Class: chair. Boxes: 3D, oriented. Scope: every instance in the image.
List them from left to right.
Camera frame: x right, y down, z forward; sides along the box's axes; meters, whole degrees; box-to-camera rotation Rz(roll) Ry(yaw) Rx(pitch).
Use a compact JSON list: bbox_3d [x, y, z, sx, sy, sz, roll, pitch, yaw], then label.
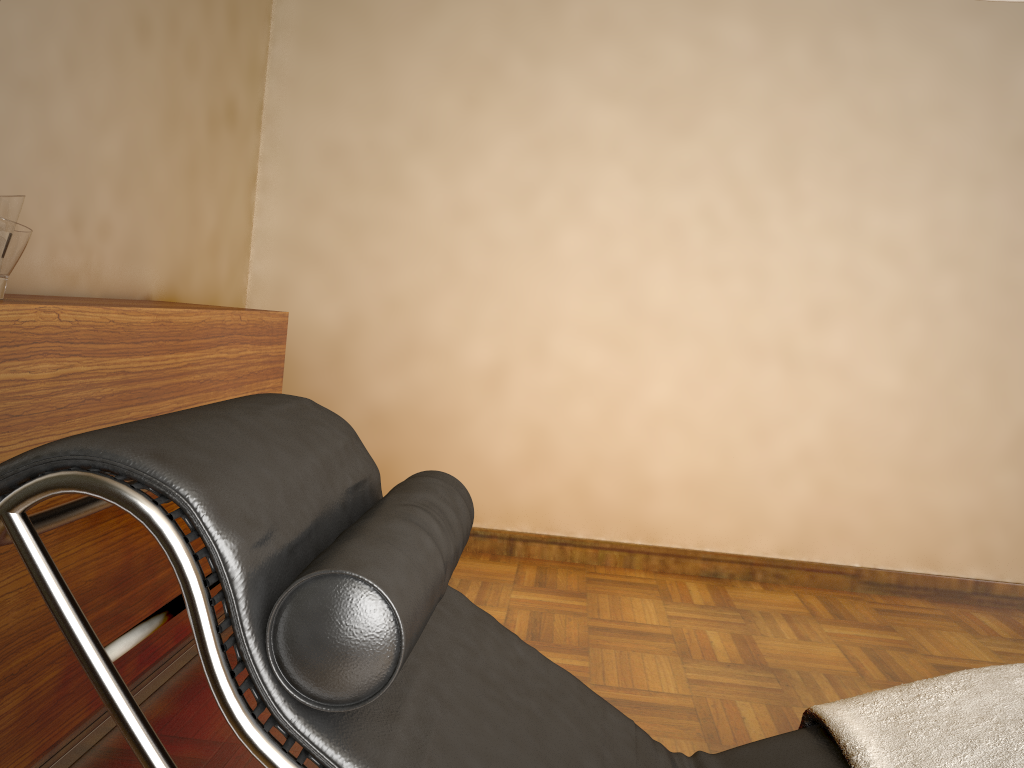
[{"bbox_3d":[0.337,0.496,1.045,1.788,0.798,0.636,5,1,4],"label":"chair"}]

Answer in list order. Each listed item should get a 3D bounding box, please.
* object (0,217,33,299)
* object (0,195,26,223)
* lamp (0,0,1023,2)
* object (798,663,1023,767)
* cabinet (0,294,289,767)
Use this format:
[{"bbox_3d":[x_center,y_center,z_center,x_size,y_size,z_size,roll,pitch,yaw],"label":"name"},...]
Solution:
[{"bbox_3d":[-0.940,-0.230,1.562,0.155,0.154,0.156,5,2,-6],"label":"object"},{"bbox_3d":[-0.937,-0.269,1.562,0.122,0.150,0.123,4,1,-16],"label":"object"},{"bbox_3d":[0.099,-0.063,0.992,1.416,1.968,0.451,5,0,8],"label":"lamp"},{"bbox_3d":[0.849,0.694,0.989,0.909,0.520,0.919,5,3,4],"label":"object"},{"bbox_3d":[-1.000,0.246,1.936,0.416,0.861,1.677,5,3,4],"label":"cabinet"}]
